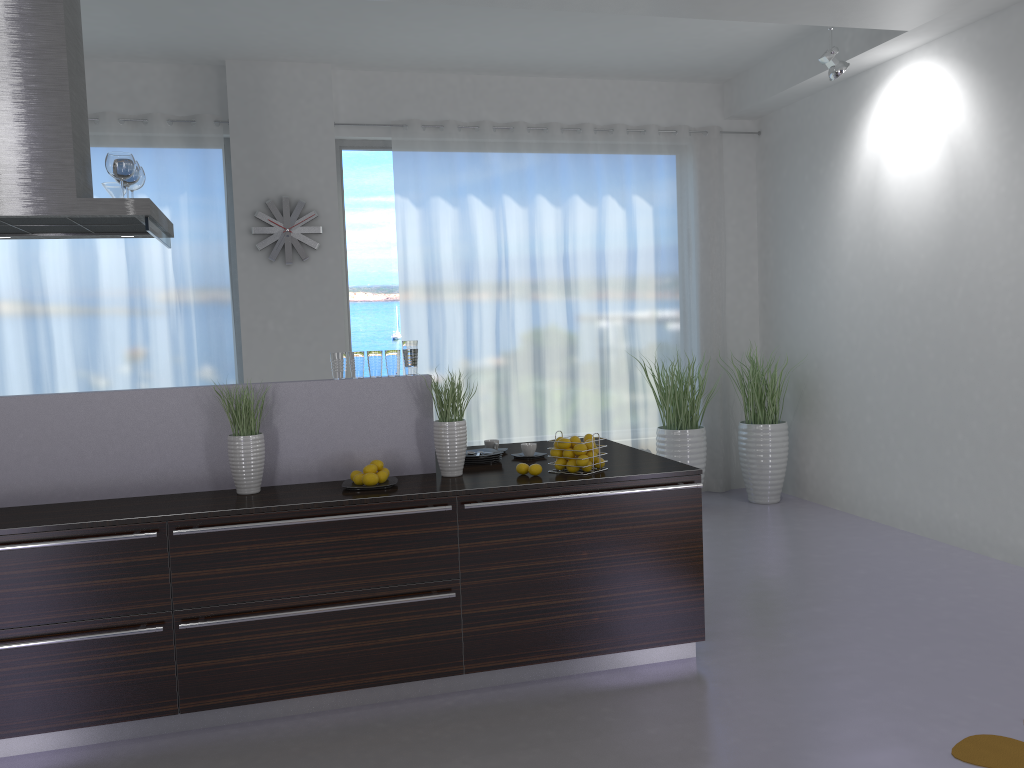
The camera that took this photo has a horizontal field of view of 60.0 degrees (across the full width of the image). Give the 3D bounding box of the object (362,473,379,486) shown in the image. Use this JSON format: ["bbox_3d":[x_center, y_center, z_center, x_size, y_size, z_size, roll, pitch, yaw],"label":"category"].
[{"bbox_3d":[-0.590,0.398,3.697,0.070,0.058,0.060,-3,4,-16],"label":"object"}]

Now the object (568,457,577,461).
[{"bbox_3d":[0.278,0.350,3.932,0.057,0.060,0.052,-3,4,-9],"label":"object"}]

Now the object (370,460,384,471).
[{"bbox_3d":[-0.578,0.347,3.788,0.063,0.048,0.053,1,5,41],"label":"object"}]

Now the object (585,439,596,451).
[{"bbox_3d":[0.344,0.270,3.903,0.051,0.053,0.063,-2,4,-2],"label":"object"}]

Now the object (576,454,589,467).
[{"bbox_3d":[0.306,0.334,3.846,0.061,0.054,0.052,-5,5,-38],"label":"object"}]

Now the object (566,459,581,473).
[{"bbox_3d":[0.270,0.359,3.890,0.064,0.063,0.074,-2,4,6],"label":"object"}]

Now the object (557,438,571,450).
[{"bbox_3d":[0.230,0.263,3.900,0.063,0.051,0.053,0,4,33],"label":"object"}]

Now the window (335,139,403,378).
[{"bbox_3d":[0.092,-0.731,7.378,3.000,2.500,0.100,-3,4,-15],"label":"window"}]

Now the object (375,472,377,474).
[{"bbox_3d":[-0.601,0.394,3.785,0.057,0.060,0.071,-3,4,-13],"label":"object"}]

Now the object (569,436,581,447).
[{"bbox_3d":[0.280,0.256,3.932,0.051,0.053,0.063,-3,4,-13],"label":"object"}]

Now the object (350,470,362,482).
[{"bbox_3d":[-0.660,0.395,3.783,0.061,0.054,0.052,0,4,32],"label":"object"}]

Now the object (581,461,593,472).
[{"bbox_3d":[0.328,0.359,3.883,0.051,0.053,0.063,-3,4,-7],"label":"object"}]

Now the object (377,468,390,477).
[{"bbox_3d":[-0.553,0.386,3.807,0.051,0.053,0.063,0,4,25],"label":"object"}]

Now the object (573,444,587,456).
[{"bbox_3d":[0.298,0.286,3.869,0.061,0.052,0.053,-2,4,-2],"label":"object"}]

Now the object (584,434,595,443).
[{"bbox_3d":[0.347,0.253,3.969,0.050,0.060,0.059,-3,4,-15],"label":"object"}]

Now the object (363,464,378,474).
[{"bbox_3d":[-0.598,0.362,3.741,0.061,0.047,0.053,-3,4,-12],"label":"object"}]

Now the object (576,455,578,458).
[{"bbox_3d":[0.316,0.329,4.003,0.052,0.053,0.062,-1,4,22],"label":"object"}]

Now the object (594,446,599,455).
[{"bbox_3d":[0.361,0.302,3.957,0.053,0.054,0.061,0,4,31],"label":"object"}]

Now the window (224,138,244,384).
[{"bbox_3d":[-3.528,-0.531,6.420,3.000,2.500,0.100,-3,4,-15],"label":"window"}]

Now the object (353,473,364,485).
[{"bbox_3d":[-0.637,0.402,3.732,0.063,0.051,0.053,-3,4,-11],"label":"object"}]

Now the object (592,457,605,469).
[{"bbox_3d":[0.386,0.352,3.948,0.053,0.052,0.062,0,4,24],"label":"object"}]

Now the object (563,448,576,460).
[{"bbox_3d":[0.251,0.308,3.896,0.062,0.053,0.052,-6,5,-43],"label":"object"}]

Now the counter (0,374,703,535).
[{"bbox_3d":[-0.919,0.627,4.079,3.291,1.300,1.302,-3,4,-15],"label":"counter"}]

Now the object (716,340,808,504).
[{"bbox_3d":[1.968,0.297,7.180,0.656,1.334,0.713,-4,4,-30],"label":"object"}]

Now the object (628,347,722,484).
[{"bbox_3d":[1.339,0.334,6.980,0.713,1.334,0.656,-3,4,-15],"label":"object"}]

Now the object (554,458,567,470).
[{"bbox_3d":[0.217,0.353,3.920,0.060,0.057,0.052,-3,4,-13],"label":"object"}]

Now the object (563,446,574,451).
[{"bbox_3d":[0.252,0.301,3.952,0.064,0.053,0.051,-3,4,-12],"label":"object"}]

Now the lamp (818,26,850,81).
[{"bbox_3d":[2.049,-2.190,5.640,0.185,0.511,0.150,-3,4,-15],"label":"lamp"}]

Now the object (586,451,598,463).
[{"bbox_3d":[0.347,0.321,3.901,0.061,0.055,0.051,-5,5,-36],"label":"object"}]

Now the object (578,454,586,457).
[{"bbox_3d":[0.319,0.318,3.913,0.051,0.053,0.062,-3,4,-7],"label":"object"}]

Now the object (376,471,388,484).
[{"bbox_3d":[-0.554,0.394,3.750,0.061,0.054,0.052,-5,5,-38],"label":"object"}]
